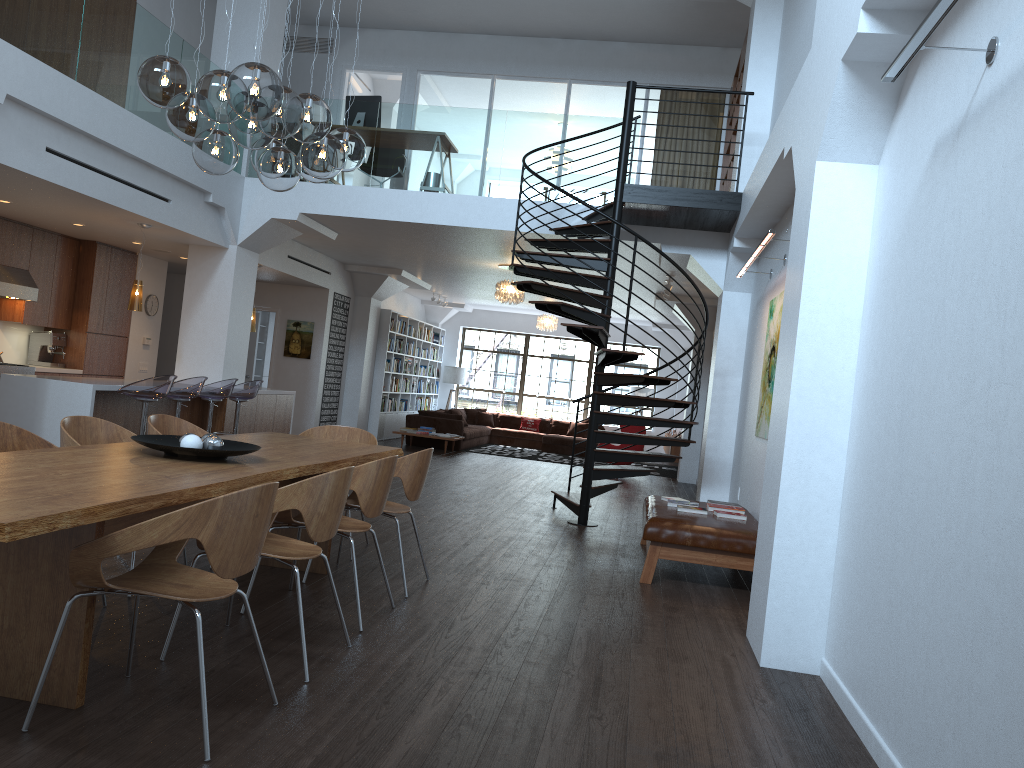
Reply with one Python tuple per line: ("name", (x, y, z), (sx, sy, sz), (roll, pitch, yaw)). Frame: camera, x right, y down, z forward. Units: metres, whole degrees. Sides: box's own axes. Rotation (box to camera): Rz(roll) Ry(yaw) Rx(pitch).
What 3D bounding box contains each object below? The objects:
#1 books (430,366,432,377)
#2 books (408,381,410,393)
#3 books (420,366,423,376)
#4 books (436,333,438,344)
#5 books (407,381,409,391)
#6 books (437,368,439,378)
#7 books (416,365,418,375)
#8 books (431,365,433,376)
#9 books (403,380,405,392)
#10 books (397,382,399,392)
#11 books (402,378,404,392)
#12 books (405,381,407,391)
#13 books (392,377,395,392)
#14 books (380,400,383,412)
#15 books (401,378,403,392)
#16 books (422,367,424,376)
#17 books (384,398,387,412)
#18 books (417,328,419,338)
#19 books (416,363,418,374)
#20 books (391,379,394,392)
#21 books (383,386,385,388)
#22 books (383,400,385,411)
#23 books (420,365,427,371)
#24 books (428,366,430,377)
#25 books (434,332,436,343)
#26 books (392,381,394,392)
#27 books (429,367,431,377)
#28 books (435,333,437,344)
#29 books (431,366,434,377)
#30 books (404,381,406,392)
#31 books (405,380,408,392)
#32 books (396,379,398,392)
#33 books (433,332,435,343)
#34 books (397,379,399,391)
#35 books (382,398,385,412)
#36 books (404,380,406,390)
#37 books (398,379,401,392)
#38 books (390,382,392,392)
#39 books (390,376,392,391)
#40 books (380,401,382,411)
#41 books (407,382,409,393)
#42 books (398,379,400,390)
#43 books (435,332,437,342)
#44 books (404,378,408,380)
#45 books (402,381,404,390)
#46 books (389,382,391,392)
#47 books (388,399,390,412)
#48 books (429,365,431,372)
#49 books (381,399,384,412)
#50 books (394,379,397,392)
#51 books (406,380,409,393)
("books", (-1.887, -0.291, 19.785), (0.171, 0.246, 0.039), (6, 0, 8))
("books", (-2.184, 0.046, 18.080), (0.174, 0.240, 0.045), (6, 0, 8))
("books", (-1.994, -0.286, 18.995), (0.140, 0.206, 0.042), (6, 0, 8))
("books", (-1.773, -1.036, 20.017), (0.183, 0.253, 0.042), (6, 0, 8))
("books", (-2.188, 0.040, 17.985), (0.160, 0.250, 0.026), (6, 0, 8))
("books", (-1.775, -0.259, 20.506), (0.182, 0.215, 0.188), (6, 0, 8))
("books", (-2.067, -0.318, 18.584), (0.160, 0.251, 0.036), (6, 0, 8))
("books", (-1.880, -0.296, 19.864), (0.180, 0.259, 0.042), (6, 0, 8))
("books", (-2.237, 0.031, 17.669), (0.183, 0.253, 0.034), (6, 0, 8))
("books", (-2.302, 0.022, 17.263), (0.183, 0.253, 0.034), (6, 0, 8))
("books", (-2.242, 0.012, 17.626), (0.176, 0.290, 0.053), (6, 0, 8))
("books", (-2.220, 0.041, 17.823), (0.174, 0.240, 0.045), (6, 0, 8))
("books", (-2.343, -0.003, 16.991), (0.176, 0.290, 0.053), (6, 0, 8))
("books", (-2.475, 0.395, 16.340), (0.161, 0.223, 0.032), (6, 0, 8))
("books", (-2.266, 0.012, 17.518), (0.198, 0.284, 0.066), (6, 0, 8))
("books", (-1.981, -0.279, 19.075), (0.136, 0.196, 0.045), (6, 0, 8))
("books", (-2.447, 0.384, 16.577), (0.180, 0.251, 0.048), (6, 0, 8))
("books", (-2.022, -1.070, 18.301), (0.183, 0.253, 0.042), (6, 0, 8))
("books", (-2.070, -0.316, 18.547), (0.171, 0.246, 0.036), (6, 0, 8))
("books", (-2.355, 0.018, 16.909), (0.171, 0.246, 0.057), (6, 0, 8))
("books", (-2.461, 0.043, 16.403), (0.174, 0.032, 0.254), (6, 0, 3))
("books", (-2.453, 0.398, 16.457), (0.161, 0.223, 0.032), (6, 0, 8))
("books", (-1.937, -0.291, 19.360), (0.140, 0.231, 0.042), (6, 0, 8))
("books", (-1.908, -0.291, 19.600), (0.174, 0.240, 0.054), (6, 0, 8))
("books", (-1.809, -1.041, 19.802), (0.183, 0.253, 0.042), (6, 0, 8))
("books", (-2.350, 0.030, 16.951), (0.161, 0.223, 0.027), (6, 0, 8))
("books", (-1.894, -0.280, 19.674), (0.161, 0.223, 0.032), (6, 0, 8))
("books", (-1.785, -1.038, 19.931), (0.183, 0.253, 0.042), (6, 0, 8))
("books", (-1.862, -0.291, 19.948), (0.183, 0.253, 0.042), (6, 0, 8))
("books", (-2.225, 0.037, 17.746), (0.171, 0.246, 0.057), (6, 0, 8))
("books", (-2.202, 0.036, 17.860), (0.183, 0.253, 0.034), (6, 0, 8))
("books", (-2.311, 0.021, 17.197), (0.183, 0.253, 0.034), (6, 0, 8))
("books", (-1.815, -1.042, 19.759), (0.183, 0.253, 0.042), (6, 0, 8))
("books", (-2.302, 0.022, 17.230), (0.183, 0.253, 0.034), (6, 0, 8))
("books", (-2.460, 0.382, 16.496), (0.183, 0.253, 0.042), (6, 0, 8))
("books", (-2.228, 0.032, 17.701), (0.183, 0.253, 0.034), (6, 0, 8))
("books", (-2.282, 0.024, 17.365), (0.183, 0.253, 0.034), (6, 0, 8))
("books", (-2.358, 0.037, 16.818), (0.144, 0.207, 0.048), (6, 0, 8))
("books", (-2.354, -0.009, 16.772), (0.140, 0.298, 0.044), (6, 0, 8))
("books", (-2.487, 0.379, 16.311), (0.160, 0.251, 0.031), (6, 0, 8))
("books", (-2.187, 0.054, 18.011), (0.161, 0.223, 0.027), (6, 0, 8))
("books", (-2.290, 0.025, 17.336), (0.160, 0.250, 0.026), (6, 0, 8))
("books", (-1.796, -1.039, 19.888), (0.183, 0.253, 0.042), (6, 0, 8))
("books", (-2.204, 0.017, 17.896), (0.176, 0.290, 0.036), (6, 0, 8))
("books", (-2.242, 0.045, 17.586), (0.161, 0.223, 0.026), (6, 0, 8))
("books", (-2.382, 0.013, 16.724), (0.189, 0.247, 0.057), (6, 0, 9))
("books", (-2.414, 0.399, 16.822), (0.176, 0.231, 0.053), (6, 0, 8))
("books", (-1.901, -0.296, 19.713), (0.183, 0.253, 0.042), (6, 0, 8))
("books", (-2.467, 0.387, 16.383), (0.174, 0.240, 0.054), (6, 0, 8))
("books", (-2.322, 0.023, 17.116), (0.171, 0.246, 0.057), (6, 0, 8))
("books", (-2.198, 0.034, 17.943), (0.180, 0.259, 0.060), (6, 0, 8))
